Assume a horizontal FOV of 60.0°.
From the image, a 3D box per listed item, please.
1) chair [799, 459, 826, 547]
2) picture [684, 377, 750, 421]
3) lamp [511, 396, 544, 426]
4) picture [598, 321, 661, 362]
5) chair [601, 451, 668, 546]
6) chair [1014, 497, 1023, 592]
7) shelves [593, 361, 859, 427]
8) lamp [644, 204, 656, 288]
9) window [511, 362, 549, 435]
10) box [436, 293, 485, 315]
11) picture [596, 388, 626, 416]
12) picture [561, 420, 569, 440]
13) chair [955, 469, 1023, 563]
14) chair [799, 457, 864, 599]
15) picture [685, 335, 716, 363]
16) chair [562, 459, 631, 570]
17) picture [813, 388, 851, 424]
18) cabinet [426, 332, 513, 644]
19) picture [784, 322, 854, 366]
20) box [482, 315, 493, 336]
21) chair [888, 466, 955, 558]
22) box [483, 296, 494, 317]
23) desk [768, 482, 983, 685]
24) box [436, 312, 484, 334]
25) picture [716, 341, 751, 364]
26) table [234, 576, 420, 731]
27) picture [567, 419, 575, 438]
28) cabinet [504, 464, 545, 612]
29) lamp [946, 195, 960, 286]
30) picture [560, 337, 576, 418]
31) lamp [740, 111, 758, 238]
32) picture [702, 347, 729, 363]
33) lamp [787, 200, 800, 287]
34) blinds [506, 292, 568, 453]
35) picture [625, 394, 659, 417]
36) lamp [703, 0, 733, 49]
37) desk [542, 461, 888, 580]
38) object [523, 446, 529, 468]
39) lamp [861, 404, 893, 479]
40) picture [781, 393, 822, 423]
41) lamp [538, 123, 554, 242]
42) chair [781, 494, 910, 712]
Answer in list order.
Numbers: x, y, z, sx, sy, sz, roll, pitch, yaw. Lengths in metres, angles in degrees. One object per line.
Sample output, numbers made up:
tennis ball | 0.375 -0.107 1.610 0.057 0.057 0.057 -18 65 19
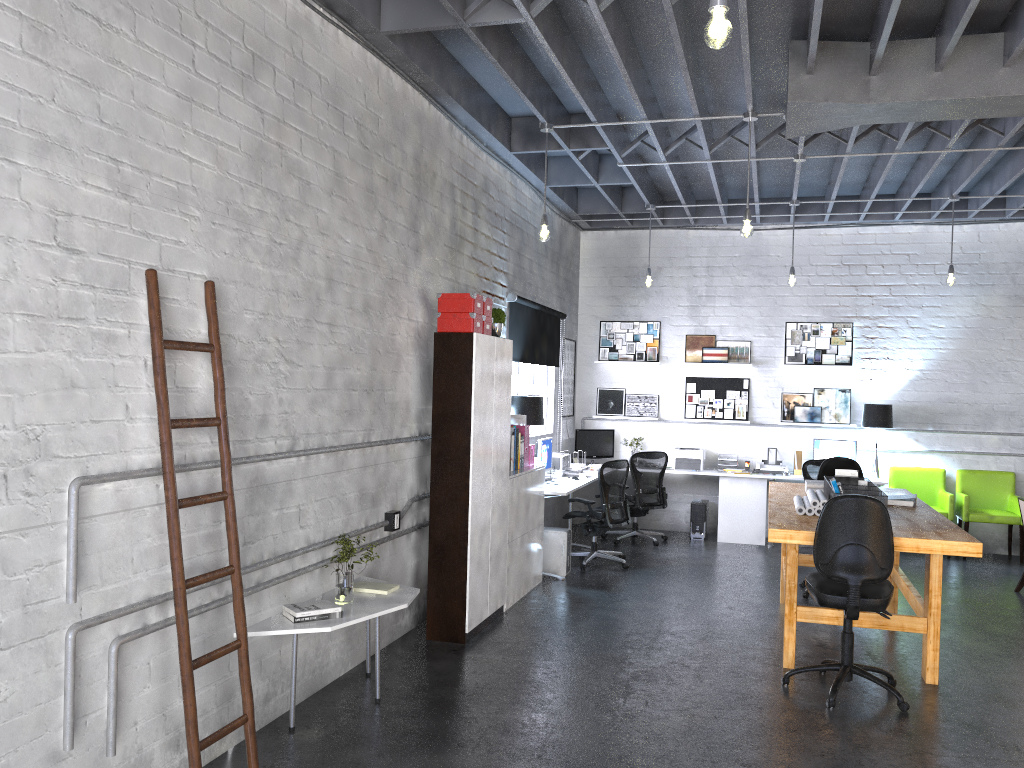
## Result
chair | 3.308 1.303 9.554 0.732 1.031 0.752 1 1 -15
picture | 2.446 0.174 10.590 0.749 0.503 0.058 2 1 16
lamp | 0.124 0.526 8.053 0.333 0.832 0.333 1 1 -22
picture | 1.439 -0.521 10.879 0.749 0.503 0.058 2 1 16
chair | 1.377 1.251 9.957 0.752 1.031 0.732 2 1 40
chair | 4.753 1.433 7.521 0.724 0.842 0.575 2 1 16
shelves | 2.474 0.105 10.508 3.023 0.694 0.199 2 1 16
lamp | 1.474 -1.471 9.491 0.104 0.878 0.104 2 1 16
window | 0.142 -0.075 9.120 0.030 1.220 1.822 2 0 16
box | -0.343 -0.534 5.935 0.270 0.131 0.206 2 0 16
picture | 1.220 0.221 10.956 0.355 0.343 0.042 2 1 16
picture | 0.622 0.541 10.466 0.036 0.221 0.289 2 0 16
chair | 5.151 1.410 9.569 0.611 0.920 0.516 2 1 16
chair | 2.809 1.218 7.505 0.659 1.165 0.687 2 1 14
picture | 2.259 -0.419 10.649 0.355 0.343 0.042 2 1 16
chair | 0.802 1.232 8.606 0.752 1.031 0.732 2 1 20
picture | 3.692 0.255 10.233 0.410 0.408 0.047 2 1 16
cabinet | -0.283 0.688 6.266 0.291 2.047 0.873 2 1 16
picture | 3.549 -0.465 10.265 0.749 0.503 0.058 2 1 16
box | -0.289 -0.402 6.138 0.270 0.131 0.206 2 0 16
chair | 4.484 1.392 9.764 0.611 0.920 0.516 2 1 16
box | -0.286 -0.533 6.136 0.268 0.133 0.206 2 0 16
desk | 2.394 1.323 6.313 1.115 0.926 2.832 2 0 16
box | -0.347 -0.404 5.937 0.270 0.131 0.206 2 0 16
picture | 2.627 -0.376 10.539 0.410 0.277 0.036 2 1 16
table | -0.853 1.426 4.652 0.517 0.532 1.336 2 0 16
picture | 0.719 0.544 10.800 0.036 0.221 0.289 2 0 16
cabinet | -0.101 1.209 7.296 0.465 1.021 1.151 2 0 16
lamp | 4.302 -1.395 8.667 0.104 0.878 0.104 2 1 16
picture | 0.678 -0.071 10.620 0.020 0.935 0.658 2 1 16
lamp | 1.675 -1.474 6.278 0.104 0.878 0.104 2 1 16
picture | 2.424 -0.341 10.582 0.311 0.196 0.029 2 1 16
lamp | 2.879 -1.433 9.081 0.104 0.878 0.104 2 1 16
blinds | 0.269 -0.012 9.082 0.100 1.632 2.119 2 0 16
picture | 1.588 0.264 10.847 0.410 0.277 0.036 2 1 16
lamp | 0.668 -1.510 2.824 0.104 0.878 0.104 2 1 34
desk | 2.021 1.390 9.035 3.574 0.785 3.298 2 0 16
object | 0.023 0.614 7.565 0.214 0.177 0.161 2 0 16
lamp | 4.076 0.640 9.909 0.333 0.832 0.333 1 1 -22
picture | 3.366 0.278 10.319 0.452 0.345 0.054 2 1 16
lamp | 0.253 -1.512 6.692 0.104 0.878 0.104 2 1 16
chair | 1.909 1.187 5.095 0.659 1.165 0.687 2 1 14
